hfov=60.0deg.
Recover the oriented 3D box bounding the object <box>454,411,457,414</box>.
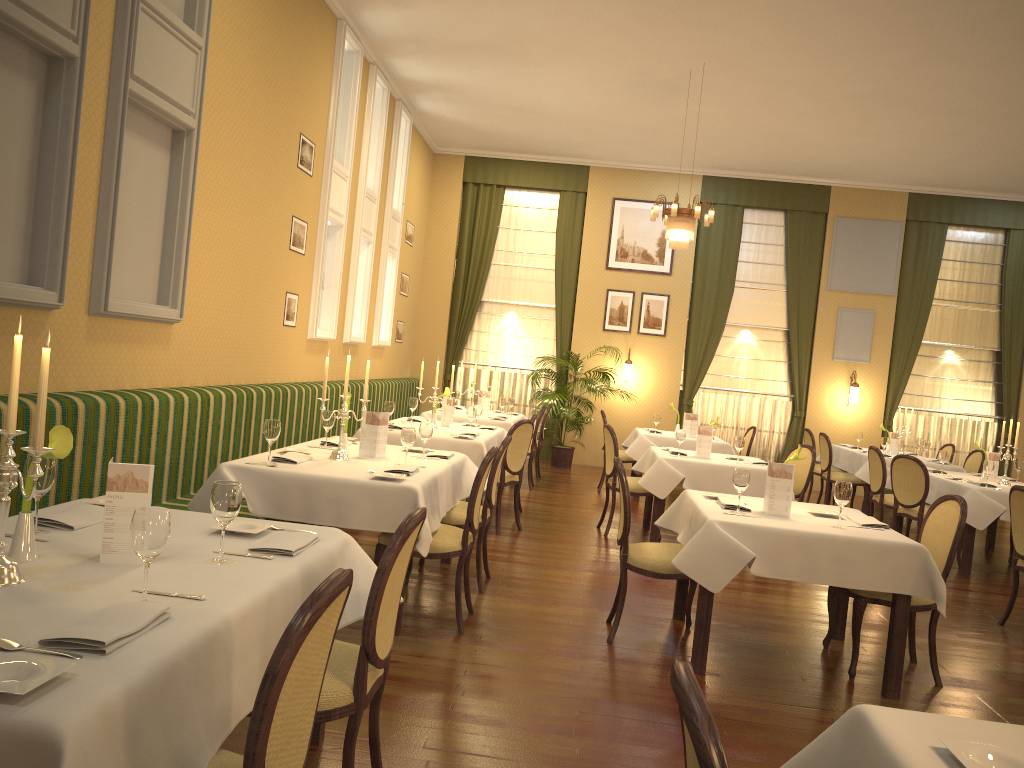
[{"bbox_3d":[-0.722,0.319,10.206,0.142,0.033,0.273,6,1,5],"label":"object"}]

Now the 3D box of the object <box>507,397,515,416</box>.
[{"bbox_3d":[-0.011,0.275,10.841,0.088,0.229,0.088,5,2,-37],"label":"object"}]

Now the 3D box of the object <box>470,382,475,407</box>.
[{"bbox_3d":[-0.475,0.158,10.672,0.076,0.375,0.163,6,1,-8],"label":"object"}]

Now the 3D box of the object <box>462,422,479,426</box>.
[{"bbox_3d":[-0.404,0.394,8.562,0.160,0.024,0.160,6,1,5],"label":"object"}]

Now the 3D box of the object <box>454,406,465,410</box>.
[{"bbox_3d":[-0.674,0.300,11.176,0.142,0.033,0.273,6,1,5],"label":"object"}]

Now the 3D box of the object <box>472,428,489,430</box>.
[{"bbox_3d":[-0.309,0.418,8.258,0.185,0.010,0.017,6,1,5],"label":"object"}]

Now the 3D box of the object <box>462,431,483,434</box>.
[{"bbox_3d":[-0.350,0.425,7.794,0.185,0.010,0.017,6,1,5],"label":"object"}]

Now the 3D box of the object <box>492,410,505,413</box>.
[{"bbox_3d":[-0.169,0.352,11.251,0.160,0.024,0.160,6,1,5],"label":"object"}]

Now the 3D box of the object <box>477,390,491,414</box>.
[{"bbox_3d":[-0.356,0.220,10.735,0.166,0.277,0.081,6,2,21],"label":"object"}]

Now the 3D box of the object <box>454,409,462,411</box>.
[{"bbox_3d":[-0.704,0.313,10.888,0.185,0.010,0.017,6,1,6],"label":"object"}]

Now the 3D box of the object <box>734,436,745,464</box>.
[{"bbox_3d":[1.901,0.554,7.433,0.088,0.229,0.088,5,2,-43],"label":"object"}]

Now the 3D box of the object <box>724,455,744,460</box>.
[{"bbox_3d":[1.958,0.654,7.817,0.160,0.024,0.160,6,1,5],"label":"object"}]

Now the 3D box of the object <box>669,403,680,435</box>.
[{"bbox_3d":[1.921,0.409,10.444,0.163,0.375,0.076,7,2,27],"label":"object"}]

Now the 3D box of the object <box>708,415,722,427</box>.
[{"bbox_3d":[1.735,0.456,7.757,0.163,0.375,0.076,5,1,-18],"label":"object"}]

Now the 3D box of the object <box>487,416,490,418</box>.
[{"bbox_3d":[-0.193,0.384,10.030,0.181,0.015,0.038,6,1,6],"label":"object"}]

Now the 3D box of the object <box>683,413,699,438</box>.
[{"bbox_3d":[2.067,0.479,10.286,0.166,0.277,0.081,6,1,11],"label":"object"}]

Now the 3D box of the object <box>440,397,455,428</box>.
[{"bbox_3d":[-0.569,0.262,8.147,0.081,0.277,0.166,5,2,-34],"label":"object"}]

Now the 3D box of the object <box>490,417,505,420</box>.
[{"bbox_3d":[-0.158,0.387,9.871,0.160,0.024,0.160,6,1,5],"label":"object"}]

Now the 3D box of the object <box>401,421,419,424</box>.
[{"bbox_3d":[-0.939,0.355,8.199,0.185,0.010,0.017,6,1,6],"label":"object"}]

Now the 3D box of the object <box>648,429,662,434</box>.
[{"bbox_3d":[1.692,0.559,10.485,0.142,0.033,0.273,6,1,5],"label":"object"}]

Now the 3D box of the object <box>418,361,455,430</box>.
[{"bbox_3d":[-0.669,0.074,7.726,0.390,0.655,0.131,6,1,19],"label":"object"}]

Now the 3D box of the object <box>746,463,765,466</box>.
[{"bbox_3d":[2.053,0.678,7.514,0.185,0.010,0.017,6,1,5],"label":"object"}]

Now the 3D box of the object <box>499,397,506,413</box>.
[{"bbox_3d":[-0.120,0.275,10.377,0.088,0.229,0.088,5,2,-37],"label":"object"}]

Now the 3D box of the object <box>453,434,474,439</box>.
[{"bbox_3d":[-0.393,0.429,7.182,0.160,0.024,0.160,6,1,5],"label":"object"}]

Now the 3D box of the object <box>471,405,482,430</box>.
[{"bbox_3d":[-0.323,0.309,8.164,0.088,0.229,0.088,5,2,-37],"label":"object"}]

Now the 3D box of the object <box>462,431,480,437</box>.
[{"bbox_3d":[-0.360,0.422,7.500,0.142,0.033,0.273,6,1,5],"label":"object"}]

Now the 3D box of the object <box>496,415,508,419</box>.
[{"bbox_3d":[-0.125,0.380,10.189,0.142,0.033,0.273,6,1,5],"label":"object"}]

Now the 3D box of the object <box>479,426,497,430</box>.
[{"bbox_3d":[-0.226,0.417,8.441,0.142,0.024,0.273,6,1,5],"label":"object"}]

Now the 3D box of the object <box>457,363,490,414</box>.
[{"bbox_3d":[-0.449,0.032,10.336,0.390,0.655,0.131,6,1,11],"label":"object"}]

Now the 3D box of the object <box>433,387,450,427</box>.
[{"bbox_3d":[-0.647,0.207,7.942,0.163,0.375,0.076,7,2,27],"label":"object"}]

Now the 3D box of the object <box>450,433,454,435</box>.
[{"bbox_3d":[-0.428,0.426,7.341,0.181,0.015,0.038,6,1,6],"label":"object"}]

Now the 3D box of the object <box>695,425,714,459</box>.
[{"bbox_3d":[1.635,0.499,7.657,0.081,0.277,0.166,5,2,-39],"label":"object"}]

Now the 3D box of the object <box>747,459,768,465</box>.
[{"bbox_3d":[2.136,0.677,7.696,0.142,0.024,0.273,6,1,5],"label":"object"}]

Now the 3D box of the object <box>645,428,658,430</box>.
[{"bbox_3d":[1.685,0.555,10.756,0.160,0.024,0.160,6,1,5],"label":"object"}]

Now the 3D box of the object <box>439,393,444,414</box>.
[{"bbox_3d":[-0.783,0.217,9.993,0.088,0.229,0.088,5,2,-37],"label":"object"}]

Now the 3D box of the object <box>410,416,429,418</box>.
[{"bbox_3d":[-0.916,0.337,8.758,0.160,0.024,0.160,6,1,5],"label":"object"}]

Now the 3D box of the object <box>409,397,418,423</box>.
[{"bbox_3d":[-0.928,0.244,8.281,0.088,0.229,0.088,5,2,-43],"label":"object"}]

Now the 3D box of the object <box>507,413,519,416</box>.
[{"bbox_3d":[0.009,0.375,11.130,0.142,0.024,0.273,6,1,5],"label":"object"}]

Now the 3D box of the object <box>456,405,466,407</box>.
[{"bbox_3d":[-0.681,0.295,11.447,0.160,0.024,0.160,6,1,5],"label":"object"}]

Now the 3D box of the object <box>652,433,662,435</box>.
[{"bbox_3d":[1.663,0.572,10.197,0.185,0.010,0.017,6,1,6],"label":"object"}]

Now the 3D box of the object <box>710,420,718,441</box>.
[{"bbox_3d":[2.292,0.529,10.095,0.088,0.229,0.088,5,2,-37],"label":"object"}]

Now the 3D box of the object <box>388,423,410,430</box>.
[{"bbox_3d":[-0.957,0.361,7.517,0.142,0.033,0.273,6,1,5],"label":"object"}]

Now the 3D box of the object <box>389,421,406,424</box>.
[{"bbox_3d":[-1.016,0.350,7.826,0.160,0.024,0.160,6,1,5],"label":"object"}]

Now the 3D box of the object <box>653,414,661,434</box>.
[{"bbox_3d":[1.673,0.461,10.279,0.088,0.229,0.088,5,2,-37],"label":"object"}]

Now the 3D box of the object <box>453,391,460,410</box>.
[{"bbox_3d":[-0.693,0.202,10.970,0.088,0.229,0.088,5,2,-37],"label":"object"}]

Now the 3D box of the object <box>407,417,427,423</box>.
[{"bbox_3d":[-0.909,0.342,8.487,0.142,0.033,0.273,6,1,5],"label":"object"}]

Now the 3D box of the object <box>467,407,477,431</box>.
[{"bbox_3d":[-0.355,0.317,7.689,0.088,0.229,0.088,5,2,-37],"label":"object"}]

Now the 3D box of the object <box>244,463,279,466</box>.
[{"bbox_3d":[-1.278,0.408,4.526,0.181,0.015,0.038,6,1,6],"label":"object"}]

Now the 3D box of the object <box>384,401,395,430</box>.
[{"bbox_3d":[-1.018,0.258,7.304,0.088,0.229,0.088,5,2,-37],"label":"object"}]
